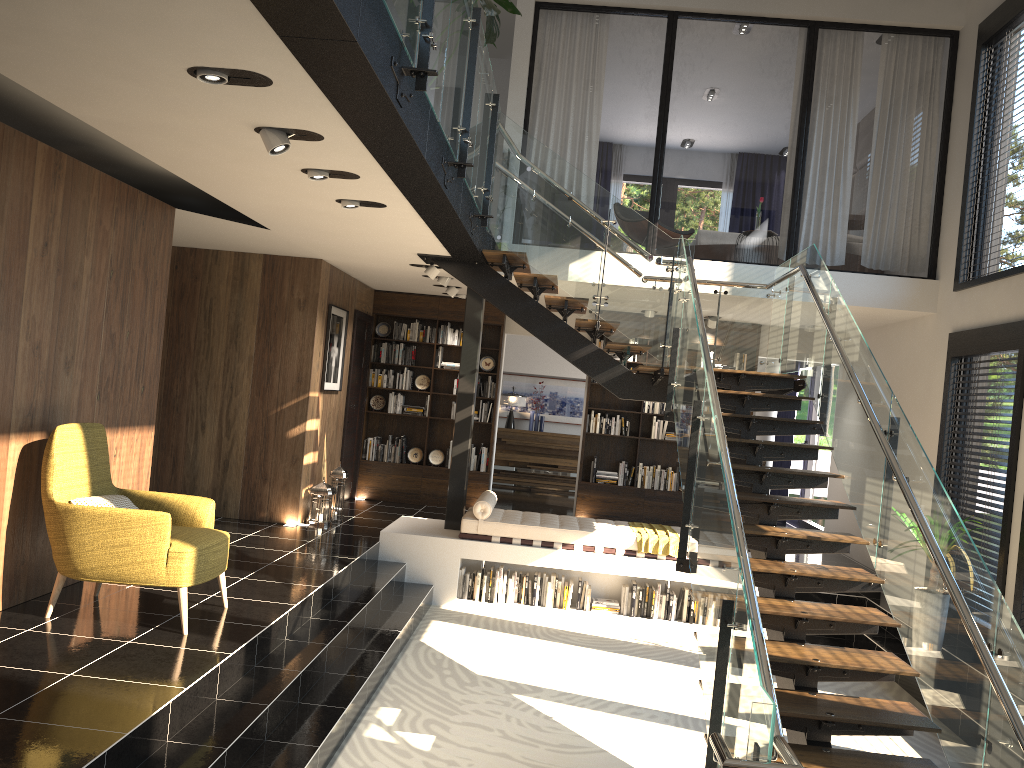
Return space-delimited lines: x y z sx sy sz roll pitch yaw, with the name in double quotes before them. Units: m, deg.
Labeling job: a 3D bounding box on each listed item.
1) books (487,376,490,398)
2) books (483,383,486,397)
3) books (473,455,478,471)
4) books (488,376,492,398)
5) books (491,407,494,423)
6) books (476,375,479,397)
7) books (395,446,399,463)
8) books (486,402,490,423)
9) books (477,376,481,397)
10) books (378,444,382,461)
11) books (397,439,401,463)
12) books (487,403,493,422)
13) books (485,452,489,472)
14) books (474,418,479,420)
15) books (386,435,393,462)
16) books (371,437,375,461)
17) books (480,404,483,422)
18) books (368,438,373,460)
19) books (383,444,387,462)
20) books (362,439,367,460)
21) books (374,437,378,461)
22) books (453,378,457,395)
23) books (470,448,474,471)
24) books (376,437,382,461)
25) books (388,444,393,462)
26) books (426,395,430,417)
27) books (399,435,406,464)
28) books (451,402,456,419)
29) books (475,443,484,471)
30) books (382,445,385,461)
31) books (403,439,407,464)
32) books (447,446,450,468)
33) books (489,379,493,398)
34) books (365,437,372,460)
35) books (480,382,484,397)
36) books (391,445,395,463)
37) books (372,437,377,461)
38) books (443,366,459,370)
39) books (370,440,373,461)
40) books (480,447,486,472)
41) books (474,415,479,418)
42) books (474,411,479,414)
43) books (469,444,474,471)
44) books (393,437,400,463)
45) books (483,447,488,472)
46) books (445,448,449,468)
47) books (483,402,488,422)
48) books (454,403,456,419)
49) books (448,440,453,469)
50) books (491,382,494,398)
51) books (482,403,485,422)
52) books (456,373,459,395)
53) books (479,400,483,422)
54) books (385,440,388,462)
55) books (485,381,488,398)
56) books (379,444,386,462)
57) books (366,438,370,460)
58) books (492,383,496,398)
"books" -0.297 0.038 11.386 0.018 0.278 0.114 5 0 3
"books" -0.343 0.078 11.392 0.026 0.190 0.121 5 0 3
"books" -0.471 1.015 11.428 0.032 0.195 0.134 5 0 3
"books" -0.281 0.039 11.367 0.016 0.278 0.202 5 0 3
"books" -0.248 0.399 11.411 0.021 0.204 0.169 5 0 3
"books" -0.447 0.024 11.388 0.037 0.277 0.179 5 0 4
"books" -1.474 0.913 11.487 0.033 0.208 0.192 5 0 3
"books" -0.310 0.360 11.390 0.013 0.267 0.177 5 0 3
"books" -0.422 0.034 11.380 0.016 0.262 0.155 5 0 3
"books" -1.701 0.890 11.522 0.035 0.212 0.159 5 0 3
"books" -1.441 0.868 11.465 0.027 0.304 0.204 5 0 3
"books" -0.281 0.370 11.384 0.047 0.253 0.210 5 0 3
"books" -0.311 1.004 11.400 0.029 0.247 0.139 5 0 3
"books" -0.564 0.436 11.425 0.271 0.028 0.174 5 -1 -1
"books" -1.580 0.836 11.455 0.016 0.341 0.217 5 0 3
"books" -1.777 0.836 11.485 0.016 0.304 0.217 5 0 3
"books" -0.381 0.375 11.433 0.024 0.226 0.141 5 0 3
"books" -1.821 0.843 11.514 0.030 0.282 0.170 5 0 3
"books" -1.622 0.892 11.487 0.026 0.222 0.209 5 0 3
"books" -1.897 0.846 11.525 0.032 0.261 0.194 5 0 3
"books" -1.743 0.841 11.510 0.018 0.301 0.195 5 0 3
"books" -0.722 0.031 11.430 0.033 0.211 0.132 5 0 3
"books" -0.504 0.962 11.400 0.018 0.292 0.191 5 0 3
"books" -1.725 0.841 11.503 0.020 0.304 0.189 5 0 3
"books" -1.559 0.898 11.493 0.034 0.223 0.209 5 0 3
"books" -1.071 0.279 11.433 0.018 0.286 0.157 5 0 3
"books" -1.417 0.843 11.441 0.019 0.356 0.235 5 0 3
"books" -0.755 0.341 11.454 0.028 0.224 0.161 5 0 3
"books" -0.416 0.940 11.398 0.065 0.354 0.164 5 0 3
"books" -1.650 0.897 11.499 0.029 0.207 0.167 5 0 3
"books" -1.388 0.867 11.462 0.042 0.315 0.193 5 0 4
"books" -0.806 0.941 11.441 0.024 0.278 0.135 5 0 3
"books" -0.264 0.057 11.388 0.018 0.246 0.144 5 0 3
"books" -1.864 0.836 11.531 0.032 0.288 0.180 5 0 3
"books" -0.385 0.071 11.404 0.060 0.196 0.119 5 0 3
"books" -1.524 0.901 11.490 0.036 0.222 0.173 5 0 3
"books" -1.761 0.836 11.478 0.015 0.306 0.222 5 0 3
"books" -0.771 -0.204 11.486 0.239 0.033 0.176 5 -1 1
"books" -1.797 0.851 11.481 0.022 0.269 0.216 5 0 3
"books" -0.368 0.964 11.400 0.035 0.314 0.168 5 0 3
"books" -0.561 0.407 11.434 0.263 0.030 0.159 5 -1 1
"books" -0.555 0.358 11.449 0.239 0.031 0.146 5 -1 4
"books" -0.519 0.941 11.401 0.016 0.332 0.195 5 0 3
"books" -1.494 0.854 11.468 0.016 0.322 0.218 5 0 3
"books" -0.337 0.971 11.391 0.029 0.306 0.149 5 0 3
"books" -0.831 0.956 11.450 0.023 0.244 0.135 5 0 3
"books" -0.334 0.364 11.439 0.038 0.257 0.138 5 0 3
"books" -0.725 0.352 11.423 0.036 0.206 0.215 5 0 3
"books" -0.785 0.902 11.397 0.017 0.359 0.189 5 0 3
"books" -0.246 0.082 11.379 0.023 0.200 0.121 5 0 3
"books" -0.362 0.366 11.399 0.014 0.246 0.192 5 0 3
"books" -0.690 0.000 11.421 0.025 0.280 0.145 5 0 3
"books" -0.398 0.346 11.411 0.014 0.279 0.202 5 0 3
"books" -1.598 0.864 11.474 0.017 0.282 0.232 5 0 3
"books" -0.320 0.070 11.372 0.020 0.209 0.147 5 0 3
"books" -1.676 0.889 11.473 0.021 0.217 0.220 5 0 3
"books" -1.843 0.841 11.497 0.014 0.282 0.232 5 0 3
"books" -0.223 0.086 11.362 0.026 0.196 0.170 5 0 3
